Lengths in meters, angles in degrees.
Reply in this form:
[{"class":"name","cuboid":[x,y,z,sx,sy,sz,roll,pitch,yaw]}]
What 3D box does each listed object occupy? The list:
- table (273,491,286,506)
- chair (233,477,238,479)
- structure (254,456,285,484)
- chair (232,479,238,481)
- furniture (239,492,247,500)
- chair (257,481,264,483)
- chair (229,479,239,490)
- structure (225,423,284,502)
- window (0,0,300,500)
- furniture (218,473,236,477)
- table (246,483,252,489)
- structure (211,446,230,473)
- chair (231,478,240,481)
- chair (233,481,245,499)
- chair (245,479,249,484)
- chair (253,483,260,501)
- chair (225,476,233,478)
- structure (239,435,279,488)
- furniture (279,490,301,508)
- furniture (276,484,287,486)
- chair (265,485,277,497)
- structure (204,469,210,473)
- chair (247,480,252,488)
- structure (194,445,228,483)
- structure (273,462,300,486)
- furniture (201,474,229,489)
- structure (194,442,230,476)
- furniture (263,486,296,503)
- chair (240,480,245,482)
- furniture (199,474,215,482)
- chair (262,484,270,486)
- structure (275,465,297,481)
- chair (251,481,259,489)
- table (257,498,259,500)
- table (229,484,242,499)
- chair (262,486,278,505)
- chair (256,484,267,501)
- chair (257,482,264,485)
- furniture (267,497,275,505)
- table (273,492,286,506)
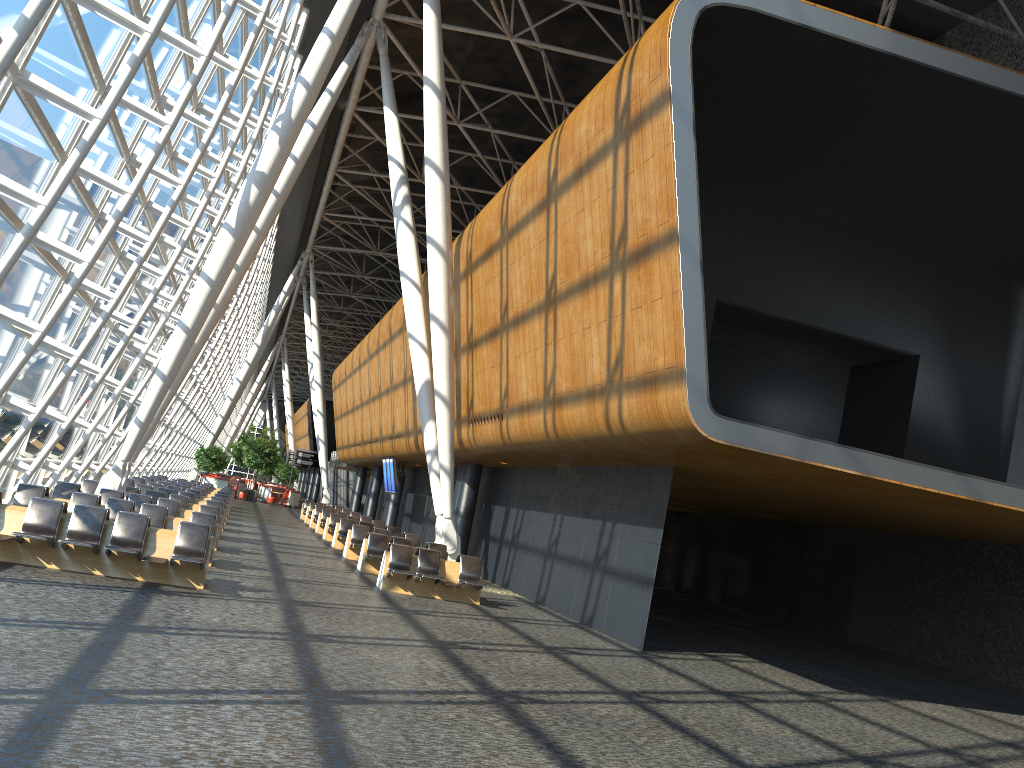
[{"class":"table","cuboid":[-13.868,6.834,52.474,0.798,0.745,0.805,10,-6,0]},{"class":"chair","cuboid":[-21.353,7.553,67.010,0.618,1.004,0.670,7,-5,39]},{"class":"structure","cuboid":[-17.833,6.513,64.183,2.282,3.456,2.231,11,-4,-4]},{"class":"chair","cuboid":[-17.248,6.287,53.764,0.618,1.004,0.670,8,-5,29]},{"class":"furniture","cuboid":[-15.163,6.321,49.654,0.440,0.457,0.449,8,-6,26]},{"class":"chair","cuboid":[-19.023,7.934,66.745,0.629,1.004,0.658,13,-5,-31]},{"class":"chair","cuboid":[-16.601,6.126,51.928,0.621,1.004,0.667,10,-4,9]},{"class":"structure","cuboid":[-15.688,4.645,52.868,3.118,4.507,5.801,12,-6,-23]},{"class":"window","cuboid":[-24.817,1.646,75.980,3.740,13.941,166.694,11,-8,-16]},{"class":"furniture","cuboid":[-29.500,9.630,89.926,3.270,0.864,1.664,13,-8,-16]},{"class":"table","cuboid":[-19.162,7.719,64.622,0.807,0.745,0.797,14,-7,-30]},{"class":"structure","cuboid":[-18.943,5.366,55.847,1.820,2.835,1.807,8,-5,31]},{"class":"chair","cuboid":[-18.781,6.819,59.099,0.621,1.004,0.667,10,-4,9]},{"class":"chair","cuboid":[-15.879,6.079,50.759,0.659,1.004,0.629,10,-4,9]},{"class":"chair","cuboid":[-21.012,7.905,68.922,0.668,1.004,0.620,13,-5,-31]},{"class":"chair","cuboid":[-15.718,6.732,54.873,0.657,1.004,0.630,9,-4,19]},{"class":"chair","cuboid":[-21.301,7.354,65.636,0.656,1.004,0.631,7,-5,39]},{"class":"structure","cuboid":[-19.924,6.213,68.262,3.086,4.506,5.802,10,-6,7]},{"class":"furniture","cuboid":[-13.171,6.837,52.526,0.889,1.000,2.850,11,-8,-3]},{"class":"furniture","cuboid":[-24.329,10.842,91.755,1.908,0.864,1.664,12,-8,-16]},{"class":"chair","cuboid":[-14.462,6.657,52.880,0.656,1.004,0.631,8,-5,29]},{"class":"structure","cuboid":[-20.130,5.642,58.953,1.792,2.797,1.780,8,-5,31]},{"class":"chair","cuboid":[-19.315,7.719,65.676,0.668,1.004,0.620,13,-5,-31]},{"class":"structure","cuboid":[-16.874,4.741,49.012,1.768,2.763,1.756,8,-5,31]},{"class":"structure","cuboid":[-15.753,6.780,61.127,1.768,2.763,1.756,8,-5,31]},{"class":"furniture","cuboid":[-17.004,5.857,50.635,2.811,1.002,0.901,3,-8,41]},{"class":"structure","cuboid":[-17.786,4.897,51.768,1.943,2.951,1.853,14,-6,-42]},{"class":"furniture","cuboid":[-14.501,6.996,55.165,2.811,1.002,0.901,3,-8,41]},{"class":"chair","cuboid":[-18.060,6.772,57.930,0.659,1.004,0.629,10,-4,9]},{"class":"furniture","cuboid":[-18.334,6.017,53.274,0.889,1.000,2.850,11,-8,-3]},{"class":"chair","cuboid":[-16.367,7.236,58.972,0.618,1.004,0.670,8,-5,29]},{"class":"structure","cuboid":[-18.458,7.705,71.180,1.922,2.978,1.909,8,-5,31]},{"class":"chair","cuboid":[-17.898,7.425,62.044,0.657,1.004,0.630,9,-4,19]},{"class":"table","cuboid":[-15.967,6.957,55.787,0.807,0.745,0.797,14,-7,-30]},{"class":"table","cuboid":[-15.637,6.098,49.724,0.794,0.745,0.810,5,-8,45]},{"class":"chair","cuboid":[-14.187,6.543,51.802,0.618,1.004,0.670,8,-5,29]},{"class":"chair","cuboid":[-15.121,6.686,53.857,0.619,1.004,0.669,9,-5,19]},{"class":"chair","cuboid":[-17.301,7.379,61.028,0.619,1.004,0.669,9,-5,19]},{"class":"furniture","cuboid":[-13.810,6.697,50.522,0.443,0.457,0.446,11,-5,-4]},{"class":"table","cuboid":[-13.541,6.666,50.974,0.798,0.745,0.805,10,-6,0]}]
